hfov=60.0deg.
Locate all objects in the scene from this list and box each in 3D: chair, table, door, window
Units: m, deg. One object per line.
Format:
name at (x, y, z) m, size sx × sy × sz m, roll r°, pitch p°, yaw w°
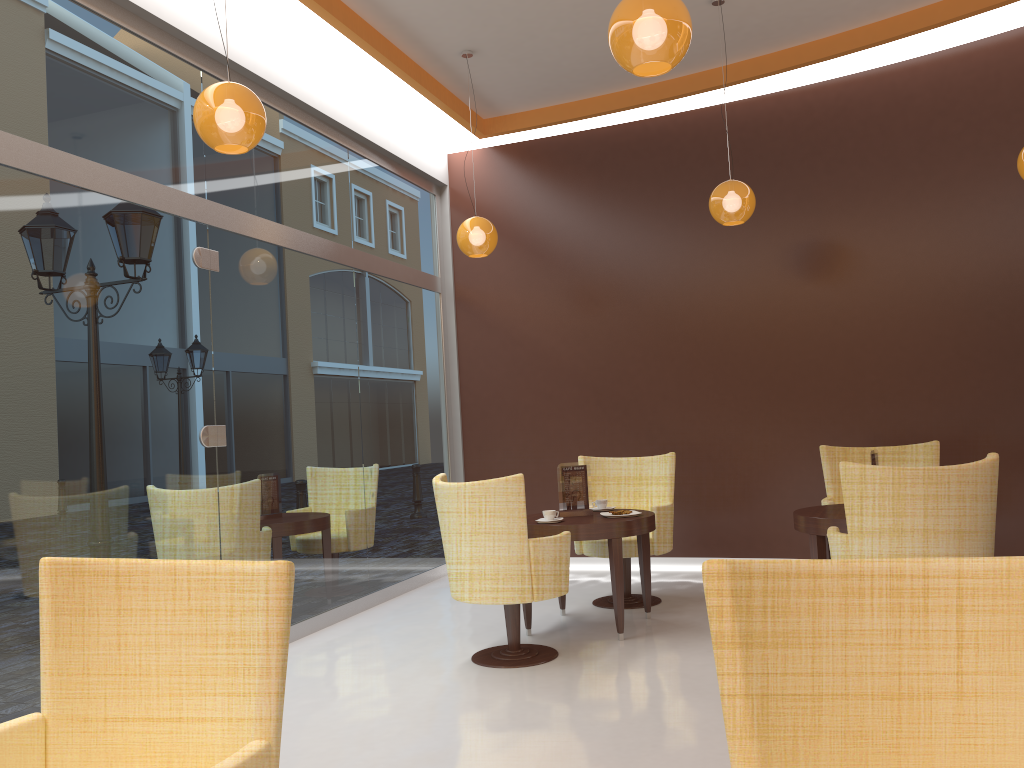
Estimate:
chair at (-0.048, 0.989, 4.860) m, size 0.685 × 1.017 × 0.729 m, roll -1°, pitch -3°, yaw -38°
table at (2.048, 1.043, 4.934) m, size 0.872 × 0.679 × 0.874 m, roll -2°, pitch -3°, yaw -24°
chair at (-0.800, 0.885, 1.792) m, size 0.729 × 1.017 × 0.685 m, roll -4°, pitch -3°, yaw 23°
table at (0.463, 1.160, 5.492) m, size 0.872 × 0.679 × 0.874 m, roll -2°, pitch -3°, yaw -24°
chair at (2.367, 0.890, 5.668) m, size 0.729 × 1.017 × 0.685 m, roll -5°, pitch -3°, yaw 27°
chair at (0.793, 1.006, 6.220) m, size 0.729 × 1.017 × 0.685 m, roll -4°, pitch -3°, yaw 23°
chair at (1.877, 0.846, 4.146) m, size 0.729 × 1.017 × 0.685 m, roll -3°, pitch -3°, yaw -2°
chair at (0.665, 0.777, 1.268) m, size 0.729 × 1.017 × 0.685 m, roll -4°, pitch -3°, yaw 17°
door at (-1.943, 0.322, 4.213) m, size 0.020 × 2.499 × 1.640 m, roll -4°, pitch -3°, yaw 20°
window at (-1.971, -0.177, 4.236) m, size 0.040 × 3.380 × 8.200 m, roll -4°, pitch -3°, yaw 20°

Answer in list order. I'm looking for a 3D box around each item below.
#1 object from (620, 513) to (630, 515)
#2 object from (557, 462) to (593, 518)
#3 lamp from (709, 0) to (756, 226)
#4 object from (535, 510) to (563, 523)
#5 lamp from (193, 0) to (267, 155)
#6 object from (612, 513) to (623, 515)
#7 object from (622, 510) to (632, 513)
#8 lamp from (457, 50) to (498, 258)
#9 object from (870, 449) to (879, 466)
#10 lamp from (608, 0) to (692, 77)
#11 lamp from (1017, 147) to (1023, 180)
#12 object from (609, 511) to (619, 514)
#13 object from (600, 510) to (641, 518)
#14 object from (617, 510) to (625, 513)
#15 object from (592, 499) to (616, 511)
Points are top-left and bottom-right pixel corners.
object at (0.683, 0.784, 5.368) m, size 0.055 × 0.014 × 0.053 m, roll -3°, pitch -3°, yaw 3°
object at (0.393, 0.657, 5.530) m, size 0.209 × 0.335 × 0.042 m, roll -3°, pitch -3°, yaw -5°
lamp at (1.405, -1.796, 5.830) m, size 0.299 × 1.500 × 0.299 m, roll -3°, pitch -3°, yaw -2°
object at (0.221, 0.788, 5.270) m, size 0.153 × 0.069 × 0.153 m, roll -4°, pitch -3°, yaw 20°
lamp at (-1.233, -1.744, 3.801) m, size 0.299 × 1.500 × 0.299 m, roll -3°, pitch -3°, yaw -6°
object at (0.638, 0.787, 5.361) m, size 0.054 × 0.018 × 0.051 m, roll -2°, pitch -3°, yaw -23°
object at (0.704, 0.785, 5.431) m, size 0.055 × 0.018 × 0.052 m, roll -6°, pitch -4°, yaw 44°
lamp at (-0.286, -1.671, 6.435) m, size 0.299 × 1.500 × 0.299 m, roll -3°, pitch -3°, yaw -13°
object at (2.036, 0.537, 4.955) m, size 0.042 × 0.335 × 0.209 m, roll -5°, pitch -3°, yaw 33°
lamp at (0.457, -1.868, 3.196) m, size 0.299 × 1.500 × 0.299 m, roll -5°, pitch -3°, yaw 30°
lamp at (3.096, -1.921, 5.225) m, size 0.299 × 1.500 × 0.299 m, roll -3°, pitch -3°, yaw -2°
object at (0.618, 0.781, 5.391) m, size 0.055 × 0.016 × 0.052 m, roll -4°, pitch -3°, yaw 19°
object at (0.663, 0.795, 5.403) m, size 0.234 × 0.020 × 0.234 m, roll -3°, pitch -3°, yaw -9°
object at (0.665, 0.786, 5.456) m, size 0.054 × 0.018 × 0.051 m, roll -4°, pitch -3°, yaw 18°
object at (0.588, 0.792, 5.792) m, size 0.153 × 0.069 × 0.153 m, roll -6°, pitch -4°, yaw 42°
